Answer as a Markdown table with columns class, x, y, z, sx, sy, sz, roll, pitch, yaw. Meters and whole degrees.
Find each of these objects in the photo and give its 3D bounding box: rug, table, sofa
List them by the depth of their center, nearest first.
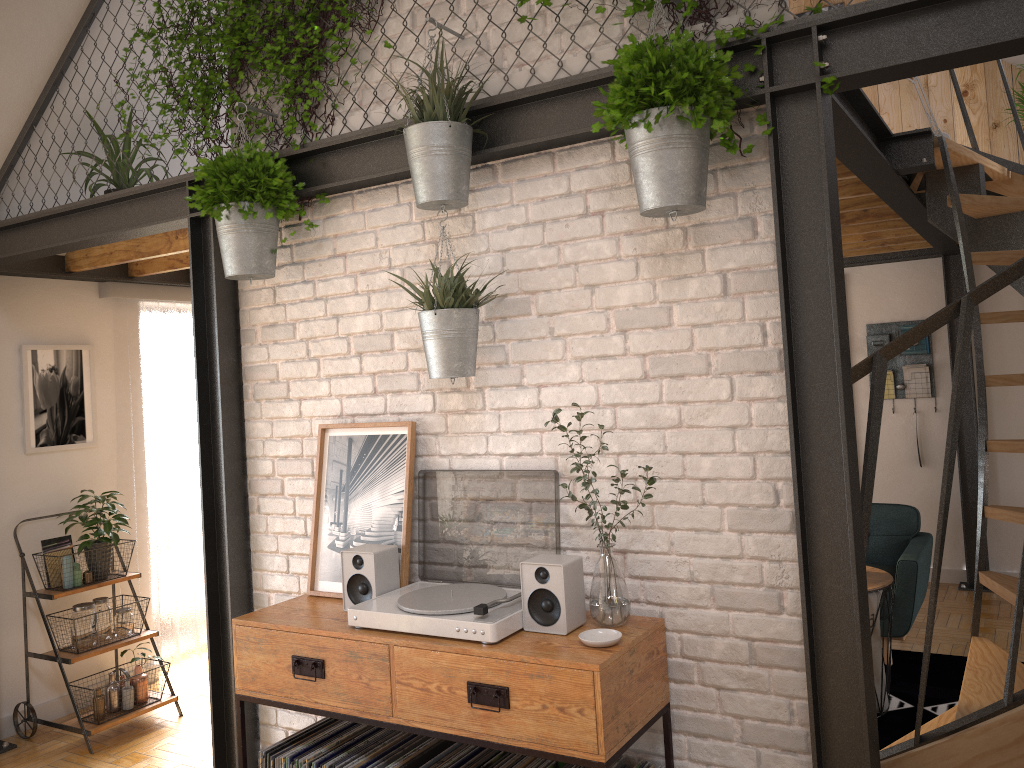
| class | x | y | z | sx | sy | sz | roll | pitch | yaw |
| --- | --- | --- | --- | --- | --- | --- | --- | --- | --- |
| table | 1.514 | 1.203 | 4.322 | 0.681 | 0.687 | 0.680 | -3 | -1 | -20 |
| rug | 1.165 | 1.568 | 4.622 | 3.495 | 0.010 | 1.701 | -3 | 0 | 31 |
| sofa | 1.491 | 1.148 | 5.464 | 1.971 | 0.783 | 0.825 | -3 | -1 | 31 |

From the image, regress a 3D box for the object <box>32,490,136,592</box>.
| class | x | y | z | sx | sy | sz | roll | pitch | yaw |
| --- | --- | --- | --- | --- | --- | --- | --- | --- | --- |
| object | -2.237 | 0.802 | 4.655 | 0.395 | 0.476 | 0.492 | -4 | -1 | 43 |

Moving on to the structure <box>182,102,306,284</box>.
| class | x | y | z | sx | sy | sz | roll | pitch | yaw |
| --- | --- | --- | --- | --- | --- | --- | --- | --- | --- |
| structure | -0.945 | -0.676 | 3.127 | 0.423 | 0.653 | 0.437 | -3 | -2 | -29 |

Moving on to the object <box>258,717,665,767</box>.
| class | x | y | z | sx | sy | sz | roll | pitch | yaw |
| --- | --- | --- | --- | --- | --- | --- | --- | --- | --- |
| object | -0.220 | 1.372 | 2.620 | 1.311 | 0.575 | 0.405 | -3 | -1 | 31 |

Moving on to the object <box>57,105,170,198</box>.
| class | x | y | z | sx | sy | sz | roll | pitch | yaw |
| --- | --- | --- | --- | --- | --- | --- | --- | --- | --- |
| object | -1.906 | -1.054 | 4.314 | 0.527 | 0.592 | 0.457 | -4 | -1 | 13 |

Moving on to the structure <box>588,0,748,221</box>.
| class | x | y | z | sx | sy | sz | roll | pitch | yaw |
| --- | --- | --- | --- | --- | --- | --- | --- | --- | --- |
| structure | 0.399 | -0.751 | 2.323 | 0.423 | 0.653 | 0.437 | -3 | -2 | -29 |

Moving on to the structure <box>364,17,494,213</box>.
| class | x | y | z | sx | sy | sz | roll | pitch | yaw |
| --- | --- | --- | --- | --- | --- | --- | --- | --- | --- |
| structure | -0.250 | -0.822 | 2.728 | 0.384 | 0.608 | 0.348 | -3 | -2 | -6 |

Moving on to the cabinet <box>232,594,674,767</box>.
| class | x | y | z | sx | sy | sz | roll | pitch | yaw |
| --- | --- | --- | --- | --- | --- | --- | --- | --- | --- |
| cabinet | -0.202 | 1.176 | 2.594 | 1.263 | 0.965 | 0.456 | -4 | -2 | 31 |

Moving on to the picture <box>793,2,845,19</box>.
| class | x | y | z | sx | sy | sz | roll | pitch | yaw |
| --- | --- | --- | --- | --- | --- | --- | --- | --- | --- |
| picture | 2.372 | -2.636 | 6.803 | 0.380 | 0.507 | 0.011 | -4 | -2 | 31 |

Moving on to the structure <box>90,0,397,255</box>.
| class | x | y | z | sx | sy | sz | roll | pitch | yaw |
| --- | --- | --- | --- | --- | --- | --- | --- | --- | --- |
| structure | -0.909 | -1.286 | 3.286 | 2.124 | 1.682 | 0.431 | -4 | -2 | 31 |

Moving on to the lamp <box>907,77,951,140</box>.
| class | x | y | z | sx | sy | sz | roll | pitch | yaw |
| --- | --- | --- | --- | --- | --- | --- | --- | --- | --- |
| lamp | 2.697 | -2.069 | 6.362 | 0.850 | 0.815 | 0.194 | -3 | -2 | -12 |

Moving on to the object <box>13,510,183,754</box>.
| class | x | y | z | sx | sy | sz | roll | pitch | yaw |
| --- | --- | --- | --- | --- | --- | --- | --- | --- | --- |
| object | -2.154 | 1.222 | 4.598 | 0.630 | 1.080 | 0.579 | -4 | -2 | 31 |

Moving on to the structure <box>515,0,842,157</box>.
| class | x | y | z | sx | sy | sz | roll | pitch | yaw |
| --- | --- | --- | --- | --- | --- | --- | --- | --- | --- |
| structure | 0.533 | -1.529 | 2.442 | 1.303 | 1.873 | 0.458 | -4 | -2 | 27 |

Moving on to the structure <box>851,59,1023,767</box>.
| class | x | y | z | sx | sy | sz | roll | pitch | yaw |
| --- | --- | --- | --- | --- | --- | --- | --- | --- | --- |
| structure | 1.815 | -0.351 | 3.033 | 2.250 | 3.824 | 1.624 | -2 | -2 | -44 |

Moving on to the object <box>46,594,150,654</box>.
| class | x | y | z | sx | sy | sz | roll | pitch | yaw |
| --- | --- | --- | --- | --- | --- | --- | --- | --- | --- |
| object | -2.129 | 1.227 | 4.579 | 0.238 | 0.216 | 0.439 | -4 | 0 | 31 |

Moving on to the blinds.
| class | x | y | z | sx | sy | sz | roll | pitch | yaw |
| --- | --- | --- | --- | --- | --- | --- | --- | --- | --- |
| blinds | -2.063 | 0.563 | 5.358 | 0.123 | 2.286 | 0.667 | -5 | -2 | 32 |

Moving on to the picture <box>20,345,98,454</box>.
| class | x | y | z | sx | sy | sz | roll | pitch | yaw |
| --- | --- | --- | --- | --- | --- | --- | --- | --- | --- |
| picture | -2.470 | 0.073 | 4.846 | 0.022 | 0.576 | 0.415 | -5 | -2 | 31 |

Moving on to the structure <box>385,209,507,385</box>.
| class | x | y | z | sx | sy | sz | roll | pitch | yaw |
| --- | --- | --- | --- | --- | --- | --- | --- | --- | --- |
| structure | -0.200 | -0.265 | 2.712 | 0.359 | 0.535 | 0.385 | -5 | -2 | 41 |

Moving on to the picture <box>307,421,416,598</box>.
| class | x | y | z | sx | sy | sz | roll | pitch | yaw |
| --- | --- | --- | --- | --- | --- | --- | --- | --- | --- |
| picture | -0.507 | 0.421 | 2.969 | 0.410 | 0.577 | 0.126 | -4 | -2 | 31 |

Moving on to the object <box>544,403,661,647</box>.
| class | x | y | z | sx | sy | sz | roll | pitch | yaw |
| --- | --- | --- | --- | --- | --- | --- | --- | --- | --- |
| object | 0.211 | 0.359 | 2.423 | 0.290 | 0.621 | 0.295 | -2 | -2 | -44 |

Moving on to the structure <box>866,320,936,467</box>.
| class | x | y | z | sx | sy | sz | roll | pitch | yaw |
| --- | --- | --- | --- | --- | --- | --- | --- | --- | --- |
| structure | 2.868 | 0.078 | 6.516 | 0.441 | 1.078 | 0.099 | -4 | -2 | 31 |

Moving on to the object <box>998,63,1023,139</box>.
| class | x | y | z | sx | sy | sz | roll | pitch | yaw |
| --- | --- | --- | --- | --- | --- | --- | --- | --- | --- |
| object | 3.463 | -1.607 | 5.647 | 0.790 | 1.050 | 0.732 | -3 | -1 | -20 |

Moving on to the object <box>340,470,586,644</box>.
| class | x | y | z | sx | sy | sz | roll | pitch | yaw |
| --- | --- | --- | --- | --- | --- | --- | --- | --- | --- |
| object | -0.171 | 0.484 | 2.625 | 0.786 | 0.415 | 0.415 | -4 | -1 | 31 |

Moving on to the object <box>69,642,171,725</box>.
| class | x | y | z | sx | sy | sz | roll | pitch | yaw |
| --- | --- | --- | --- | --- | --- | --- | --- | --- | --- |
| object | -1.978 | 1.506 | 4.489 | 0.276 | 0.291 | 0.439 | -4 | -1 | 31 |
